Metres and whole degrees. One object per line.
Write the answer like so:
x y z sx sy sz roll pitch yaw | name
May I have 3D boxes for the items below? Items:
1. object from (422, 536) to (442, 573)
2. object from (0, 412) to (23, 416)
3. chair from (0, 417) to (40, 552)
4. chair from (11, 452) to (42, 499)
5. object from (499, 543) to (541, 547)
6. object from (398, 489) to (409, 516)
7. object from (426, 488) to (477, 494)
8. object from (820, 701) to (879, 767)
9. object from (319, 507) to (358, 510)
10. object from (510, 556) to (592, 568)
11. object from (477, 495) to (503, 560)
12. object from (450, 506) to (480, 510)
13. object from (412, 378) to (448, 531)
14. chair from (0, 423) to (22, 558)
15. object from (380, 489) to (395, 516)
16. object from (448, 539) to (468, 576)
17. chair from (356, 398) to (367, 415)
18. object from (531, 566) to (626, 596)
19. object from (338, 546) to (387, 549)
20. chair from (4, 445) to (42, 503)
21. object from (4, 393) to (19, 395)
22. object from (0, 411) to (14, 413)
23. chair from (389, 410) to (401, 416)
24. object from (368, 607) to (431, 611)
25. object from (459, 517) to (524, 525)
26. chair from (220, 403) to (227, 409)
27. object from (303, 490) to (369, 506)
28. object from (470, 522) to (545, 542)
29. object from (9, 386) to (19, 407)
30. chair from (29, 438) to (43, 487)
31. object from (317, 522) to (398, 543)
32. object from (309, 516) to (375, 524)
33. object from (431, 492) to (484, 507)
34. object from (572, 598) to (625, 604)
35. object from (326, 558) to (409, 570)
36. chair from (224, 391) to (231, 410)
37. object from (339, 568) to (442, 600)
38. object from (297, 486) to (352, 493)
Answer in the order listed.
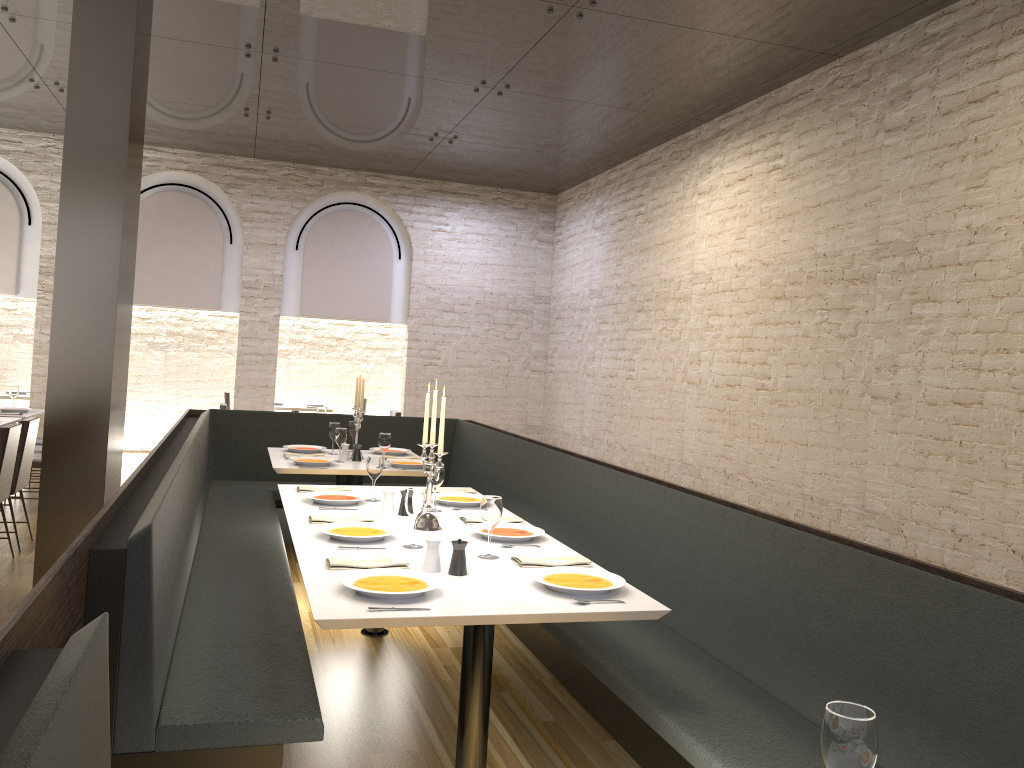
-0.278 0.596 3.103 0.069 0.127 0.069 3 -1 6 | object
-4.628 0.271 8.082 0.272 0.033 0.143 3 1 -17 | object
-3.686 0.686 6.220 0.565 0.906 0.412 4 -1 -17 | chair
-4.099 0.631 7.567 0.565 0.906 0.412 4 -1 -17 | chair
0.033 0.653 3.589 0.181 0.015 0.038 3 1 -16 | object
-0.500 0.558 4.168 0.068 0.127 0.069 4 -1 -23 | object
-0.347 0.599 4.935 0.272 0.033 0.143 3 1 -17 | object
0.525 0.626 1.388 0.086 0.231 0.086 3 -1 -5 | object
-0.822 0.591 4.202 0.185 0.010 0.017 3 1 -17 | object
0.146 0.665 3.326 0.272 0.033 0.143 3 1 -17 | object
-0.082 0.544 3.370 0.086 0.231 0.086 3 -1 25 | object
-0.218 0.619 4.411 0.181 0.015 0.038 3 1 -16 | object
-0.351 0.302 3.876 0.131 0.657 0.390 4 0 -6 | object
-3.523 0.708 5.687 0.565 0.906 0.412 4 -1 -17 | chair
-0.579 0.554 4.147 0.068 0.127 0.069 4 -1 -23 | object
-0.185 0.602 3.079 0.069 0.127 0.068 3 -1 14 | object
-2.313 0.632 12.167 0.565 0.906 0.412 4 -1 -17 | chair
0.222 0.670 2.987 0.321 0.036 0.322 2 2 -41 | object
-0.570 0.624 3.381 0.185 0.010 0.017 3 1 -17 | object
-4.263 0.609 8.103 0.565 0.906 0.412 4 -1 -17 | chair
-6.102 0.123 10.819 0.185 0.010 0.017 3 1 -17 | object
-4.683 0.264 8.249 0.181 0.015 0.038 3 1 -16 | object
-1.524 0.738 9.594 0.565 0.906 0.412 4 -1 -17 | chair
-0.329 0.657 2.593 0.185 0.010 0.017 3 1 -17 | object
-0.095 0.633 4.113 0.272 0.033 0.143 3 1 -17 | object
-2.776 0.672 9.211 0.565 0.906 0.412 4 -1 -17 | chair
-0.875 0.572 4.408 0.321 0.036 0.322 3 1 -21 | object
-0.020 0.638 3.778 0.321 0.036 0.321 3 1 3 | object
-4.868 0.137 8.656 0.086 0.231 0.086 3 -1 13 | object
-4.433 0.586 8.655 0.565 0.906 0.412 4 -1 -17 | chair
-0.626 0.606 3.594 0.321 0.036 0.321 3 1 3 | object
-0.752 0.598 3.912 0.272 0.033 0.143 3 1 -17 | object
-0.269 0.604 4.591 0.321 0.036 0.322 3 1 -21 | object
0.275 0.686 2.802 0.181 0.015 0.038 3 1 -16 | object
-0.511 0.631 3.125 0.272 0.033 0.143 3 1 -17 | object
-3.565 0.566 11.784 0.565 0.906 0.412 4 -1 -17 | chair
-0.384 0.638 2.803 0.321 0.036 0.322 3 1 -19 | object
-1.004 0.564 4.734 0.272 0.033 0.143 3 1 -17 | object
